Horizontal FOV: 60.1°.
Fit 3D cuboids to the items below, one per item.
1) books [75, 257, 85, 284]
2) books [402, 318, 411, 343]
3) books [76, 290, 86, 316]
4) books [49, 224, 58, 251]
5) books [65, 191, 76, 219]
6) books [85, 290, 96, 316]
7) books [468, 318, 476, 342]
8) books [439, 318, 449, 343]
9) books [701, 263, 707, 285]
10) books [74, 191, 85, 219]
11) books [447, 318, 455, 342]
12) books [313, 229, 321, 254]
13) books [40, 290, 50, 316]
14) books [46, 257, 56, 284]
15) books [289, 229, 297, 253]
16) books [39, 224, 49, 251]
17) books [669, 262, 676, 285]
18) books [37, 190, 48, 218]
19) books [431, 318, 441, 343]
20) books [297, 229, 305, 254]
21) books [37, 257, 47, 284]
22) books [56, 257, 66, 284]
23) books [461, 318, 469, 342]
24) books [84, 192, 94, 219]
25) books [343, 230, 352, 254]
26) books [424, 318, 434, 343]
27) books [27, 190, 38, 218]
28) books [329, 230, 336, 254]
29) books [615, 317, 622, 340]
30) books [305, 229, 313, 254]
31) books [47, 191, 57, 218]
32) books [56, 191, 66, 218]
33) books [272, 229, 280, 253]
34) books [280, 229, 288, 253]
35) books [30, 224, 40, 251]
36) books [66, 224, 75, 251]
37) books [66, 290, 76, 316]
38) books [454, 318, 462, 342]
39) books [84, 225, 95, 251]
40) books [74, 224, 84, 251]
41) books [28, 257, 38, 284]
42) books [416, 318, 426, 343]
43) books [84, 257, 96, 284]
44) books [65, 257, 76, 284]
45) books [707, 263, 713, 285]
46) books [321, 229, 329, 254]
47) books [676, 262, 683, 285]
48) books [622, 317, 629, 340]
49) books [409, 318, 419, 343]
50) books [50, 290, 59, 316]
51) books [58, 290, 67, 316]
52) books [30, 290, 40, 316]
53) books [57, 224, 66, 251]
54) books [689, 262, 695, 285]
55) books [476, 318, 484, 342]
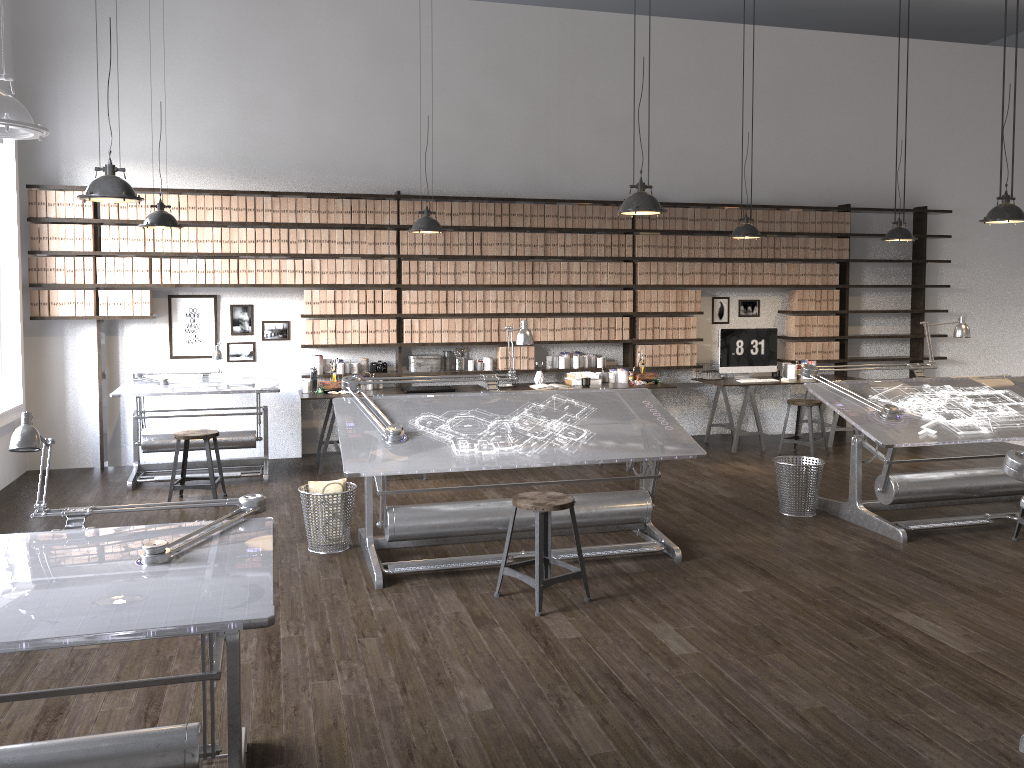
[{"bbox_3d":[-3.675,-0.967,7.558,0.067,0.225,0.175,-1,4,-15],"label":"books"},{"bbox_3d":[-0.991,-0.500,8.313,0.067,0.225,0.175,-1,4,-15],"label":"books"},{"bbox_3d":[-3.675,-0.691,7.572,0.067,0.225,0.175,-1,4,-15],"label":"books"},{"bbox_3d":[-3.863,-1.235,7.494,0.067,0.225,0.175,-1,4,-15],"label":"books"},{"bbox_3d":[-3.735,-1.515,7.516,0.067,0.225,0.175,-1,4,-15],"label":"books"},{"bbox_3d":[-3.606,-0.694,7.594,0.067,0.225,0.175,-1,4,-15],"label":"books"},{"bbox_3d":[-0.392,-0.518,8.482,0.067,0.225,0.175,-1,4,-15],"label":"books"},{"bbox_3d":[-0.650,-0.510,8.409,0.067,0.225,0.175,-1,4,-15],"label":"books"},{"bbox_3d":[1.929,-1.130,9.079,0.067,0.225,0.175,-1,4,-15],"label":"books"},{"bbox_3d":[-3.667,-1.516,7.530,0.067,0.225,0.175,-1,4,-15],"label":"books"},{"bbox_3d":[-0.589,-0.512,8.427,0.067,0.225,0.175,-1,4,-15],"label":"books"},{"bbox_3d":[-1.775,-1.290,8.063,0.067,0.225,0.175,-1,4,-15],"label":"books"},{"bbox_3d":[-3.941,-0.684,7.501,0.067,0.225,0.175,-1,4,-15],"label":"books"},{"bbox_3d":[-3.886,-0.962,7.506,0.067,0.225,0.175,-1,4,-15],"label":"books"},{"bbox_3d":[-1.980,-1.284,8.008,0.067,0.225,0.175,-1,4,-15],"label":"books"},{"bbox_3d":[-3.932,-1.232,7.474,0.067,0.225,0.175,-1,4,-15],"label":"books"},{"bbox_3d":[1.601,-1.120,8.990,0.067,0.225,0.175,-1,4,-15],"label":"books"},{"bbox_3d":[-3.939,-1.508,7.455,0.067,0.225,0.175,-1,4,-15],"label":"books"},{"bbox_3d":[-0.719,-0.508,8.388,0.067,0.225,0.175,-1,4,-15],"label":"books"},{"bbox_3d":[-1.911,-1.285,8.022,0.067,0.225,0.175,-1,4,-15],"label":"books"},{"bbox_3d":[-3.954,-0.960,7.488,0.067,0.225,0.175,-1,4,-15],"label":"books"},{"bbox_3d":[-3.816,-0.963,7.521,0.067,0.225,0.175,-1,4,-15],"label":"books"},{"bbox_3d":[-0.460,-0.516,8.463,0.067,0.225,0.175,-1,4,-15],"label":"books"},{"bbox_3d":[-3.597,-1.518,7.551,0.067,0.225,0.175,-1,4,-15],"label":"books"},{"bbox_3d":[-1.514,-1.297,8.128,0.067,0.225,0.175,-1,4,-15],"label":"books"},{"bbox_3d":[-0.788,-0.506,8.374,0.067,0.225,0.175,-1,4,-15],"label":"books"},{"bbox_3d":[-4.009,-1.506,7.436,0.067,0.225,0.175,-1,4,-15],"label":"books"},{"bbox_3d":[-1.645,-1.294,8.096,0.067,0.225,0.175,-1,4,-15],"label":"books"},{"bbox_3d":[1.039,-0.559,8.864,0.067,0.225,0.175,-1,4,-15],"label":"books"},{"bbox_3d":[-1.843,-1.288,8.044,0.067,0.225,0.175,-1,4,-15],"label":"books"},{"bbox_3d":[-3.870,-1.510,7.477,0.067,0.225,0.175,-1,4,-15],"label":"books"},{"bbox_3d":[-3.803,-1.513,7.499,0.067,0.225,0.175,-1,4,-15],"label":"books"},{"bbox_3d":[-2.124,-1.280,7.969,0.067,0.225,0.175,-1,4,-15],"label":"books"},{"bbox_3d":[-2.051,-1.281,7.983,0.067,0.225,0.175,-1,4,-15],"label":"books"},{"bbox_3d":[-4.001,-1.231,7.459,0.067,0.225,0.175,-1,4,-15],"label":"books"},{"bbox_3d":[-3.737,-1.238,7.525,0.067,0.225,0.175,-1,4,-15],"label":"books"},{"bbox_3d":[-3.745,-0.689,7.553,0.067,0.225,0.175,-1,4,-15],"label":"books"},{"bbox_3d":[-0.524,-0.513,8.440,0.067,0.225,0.175,-1,4,-15],"label":"books"},{"bbox_3d":[-3.605,-1.242,7.567,0.067,0.225,0.175,-1,4,-15],"label":"books"},{"bbox_3d":[-3.673,-1.240,7.549,0.067,0.225,0.175,-1,4,-15],"label":"books"},{"bbox_3d":[-4.018,-0.957,7.464,0.067,0.225,0.175,-1,4,-15],"label":"books"},{"bbox_3d":[-0.856,-0.504,8.357,0.067,0.225,0.175,-1,4,-15],"label":"books"},{"bbox_3d":[-3.605,-0.970,7.583,0.067,0.225,0.175,-1,4,-15],"label":"books"},{"bbox_3d":[-3.749,-0.966,7.544,0.067,0.225,0.175,-1,4,-15],"label":"books"},{"bbox_3d":[1.997,-1.132,9.098,0.067,0.225,0.175,-1,4,-15],"label":"books"},{"bbox_3d":[-1.708,-1.291,8.074,0.067,0.225,0.175,-1,4,-15],"label":"books"},{"bbox_3d":[1.670,-1.122,9.004,0.067,0.225,0.175,-1,4,-15],"label":"books"},{"bbox_3d":[1.114,-0.561,8.886,0.067,0.225,0.175,-1,4,-15],"label":"books"},{"bbox_3d":[-0.922,-0.502,8.335,0.067,0.225,0.175,-1,4,-15],"label":"books"},{"bbox_3d":[-3.871,-0.686,7.526,0.067,0.225,0.175,-1,4,-15],"label":"books"},{"bbox_3d":[-3.807,-0.688,7.541,0.067,0.225,0.175,-1,4,-15],"label":"books"},{"bbox_3d":[-4.014,-0.682,7.487,0.067,0.225,0.175,-1,4,-15],"label":"books"},{"bbox_3d":[-3.802,-1.237,7.512,0.067,0.225,0.175,-1,4,-15],"label":"books"},{"bbox_3d":[1.799,-1.126,9.043,0.067,0.225,0.175,-1,4,-15],"label":"books"},{"bbox_3d":[-0.322,-0.519,8.496,0.067,0.225,0.175,-1,4,-15],"label":"books"}]
